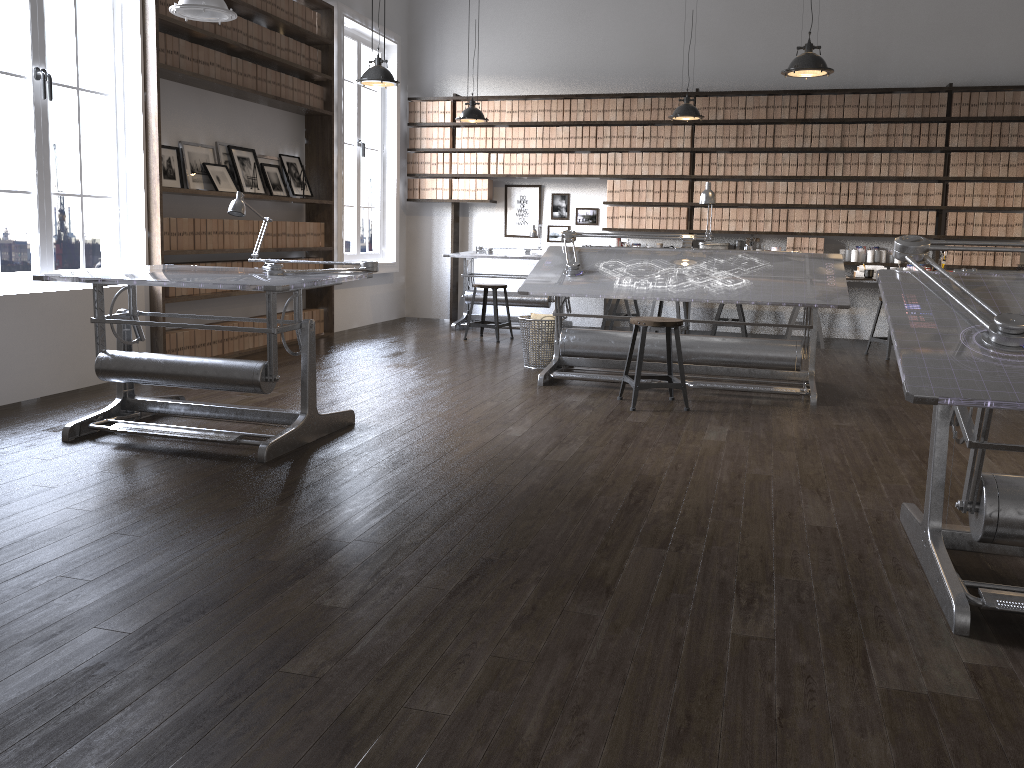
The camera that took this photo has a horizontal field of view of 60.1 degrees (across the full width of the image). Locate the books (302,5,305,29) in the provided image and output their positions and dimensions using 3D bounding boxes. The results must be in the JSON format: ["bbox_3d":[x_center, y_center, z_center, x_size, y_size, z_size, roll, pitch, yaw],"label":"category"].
[{"bbox_3d":[-1.890,-3.169,7.695,0.175,0.224,0.067,4,7,16],"label":"books"}]

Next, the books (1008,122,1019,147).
[{"bbox_3d":[4.619,-2.295,8.194,0.067,0.224,0.175,3,8,16],"label":"books"}]

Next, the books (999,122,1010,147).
[{"bbox_3d":[4.552,-2.301,8.218,0.067,0.224,0.175,3,8,16],"label":"books"}]

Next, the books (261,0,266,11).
[{"bbox_3d":[-2.063,-3.070,7.095,0.175,0.224,0.067,4,7,16],"label":"books"}]

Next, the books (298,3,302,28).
[{"bbox_3d":[-1.905,-3.159,7.634,0.175,0.224,0.067,4,7,16],"label":"books"}]

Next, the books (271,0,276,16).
[{"bbox_3d":[-2.020,-3.091,7.225,0.175,0.224,0.067,4,7,16],"label":"books"}]

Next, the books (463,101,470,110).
[{"bbox_3d":[-0.476,-2.938,9.603,0.067,0.224,0.175,3,8,16],"label":"books"}]

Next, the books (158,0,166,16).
[{"bbox_3d":[-2.418,-2.557,5.935,0.175,0.224,0.067,4,7,16],"label":"books"}]

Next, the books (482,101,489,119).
[{"bbox_3d":[-0.266,-2.924,9.549,0.067,0.224,0.175,3,8,16],"label":"books"}]

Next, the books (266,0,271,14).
[{"bbox_3d":[-2.042,-3.082,7.166,0.175,0.224,0.067,4,7,16],"label":"books"}]

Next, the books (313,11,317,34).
[{"bbox_3d":[-1.834,-3.202,7.891,0.174,0.224,0.067,4,7,16],"label":"books"}]

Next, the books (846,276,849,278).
[{"bbox_3d":[2.965,-1.019,8.298,0.355,0.029,0.258,4,10,16],"label":"books"}]

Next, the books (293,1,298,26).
[{"bbox_3d":[-1.924,-3.147,7.564,0.175,0.224,0.067,4,7,16],"label":"books"}]

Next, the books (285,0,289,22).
[{"bbox_3d":[-1.968,-3.126,7.432,0.174,0.224,0.067,4,7,16],"label":"books"}]

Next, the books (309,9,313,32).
[{"bbox_3d":[-1.854,-3.190,7.823,0.175,0.224,0.067,4,7,16],"label":"books"}]

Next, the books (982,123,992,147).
[{"bbox_3d":[4.408,-2.311,8.258,0.067,0.224,0.175,3,8,16],"label":"books"}]

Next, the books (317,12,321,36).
[{"bbox_3d":[-1.811,-3.212,7.957,0.174,0.224,0.067,4,7,16],"label":"books"}]

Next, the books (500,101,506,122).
[{"bbox_3d":[-0.069,-2.909,9.492,0.067,0.224,0.175,3,8,16],"label":"books"}]

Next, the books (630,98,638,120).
[{"bbox_3d":[1.267,-2.813,9.116,0.067,0.224,0.175,3,8,16],"label":"books"}]

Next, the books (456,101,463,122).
[{"bbox_3d":[-0.546,-2.944,9.629,0.067,0.224,0.175,3,8,16],"label":"books"}]

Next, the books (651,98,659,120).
[{"bbox_3d":[1.471,-2.797,9.051,0.067,0.224,0.175,3,8,16],"label":"books"}]

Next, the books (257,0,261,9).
[{"bbox_3d":[-2.085,-3.059,7.029,0.174,0.224,0.067,4,7,16],"label":"books"}]

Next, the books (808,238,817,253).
[{"bbox_3d":[2.976,-1.338,8.781,0.067,0.224,0.175,3,8,16],"label":"books"}]

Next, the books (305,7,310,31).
[{"bbox_3d":[-1.867,-3.179,7.757,0.175,0.224,0.067,4,7,16],"label":"books"}]

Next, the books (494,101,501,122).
[{"bbox_3d":[-0.135,-2.913,9.506,0.067,0.224,0.175,3,8,16],"label":"books"}]

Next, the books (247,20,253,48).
[{"bbox_3d":[-2.124,-2.723,6.936,0.175,0.224,0.067,4,7,16],"label":"books"}]

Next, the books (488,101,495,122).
[{"bbox_3d":[-0.198,-2.919,9.530,0.067,0.224,0.175,3,8,16],"label":"books"}]

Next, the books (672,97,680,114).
[{"bbox_3d":[1.673,-2.784,9.002,0.067,0.224,0.175,3,8,16],"label":"books"}]

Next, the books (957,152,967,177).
[{"bbox_3d":[4.219,-2.058,8.335,0.067,0.224,0.175,3,8,16],"label":"books"}]

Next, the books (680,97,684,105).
[{"bbox_3d":[1.739,-2.778,8.979,0.067,0.224,0.175,3,8,16],"label":"books"}]

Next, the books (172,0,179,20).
[{"bbox_3d":[-2.376,-2.579,6.071,0.175,0.224,0.067,4,7,16],"label":"books"}]

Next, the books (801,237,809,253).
[{"bbox_3d":[2.909,-1.343,8.805,0.067,0.224,0.175,3,8,16],"label":"books"}]

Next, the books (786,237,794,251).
[{"bbox_3d":[2.775,-1.352,8.837,0.067,0.224,0.175,3,8,16],"label":"books"}]

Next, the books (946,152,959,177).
[{"bbox_3d":[4.160,-2.063,8.356,0.067,0.224,0.175,3,8,16],"label":"books"}]

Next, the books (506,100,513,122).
[{"bbox_3d":[-0.009,-2.905,9.473,0.067,0.224,0.175,3,8,16],"label":"books"}]

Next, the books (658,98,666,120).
[{"bbox_3d":[1.533,-2.793,9.038,0.067,0.224,0.175,3,8,16],"label":"books"}]

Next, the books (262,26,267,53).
[{"bbox_3d":[-2.067,-2.755,7.129,0.175,0.224,0.067,4,7,16],"label":"books"}]

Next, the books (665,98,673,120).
[{"bbox_3d":[1.605,-2.788,9.019,0.067,0.224,0.175,3,8,16],"label":"books"}]

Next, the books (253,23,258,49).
[{"bbox_3d":[-2.106,-2.734,7.006,0.175,0.224,0.067,4,7,16],"label":"books"}]

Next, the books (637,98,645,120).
[{"bbox_3d":[1.333,-2.807,9.094,0.067,0.224,0.175,3,8,16],"label":"books"}]

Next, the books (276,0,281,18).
[{"bbox_3d":[-2.000,-3.103,7.294,0.175,0.224,0.067,4,7,16],"label":"books"}]

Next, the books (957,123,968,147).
[{"bbox_3d":[4.213,-2.324,8.307,0.067,0.224,0.175,3,8,16],"label":"books"}]

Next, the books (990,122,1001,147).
[{"bbox_3d":[4.478,-2.305,8.233,0.067,0.224,0.175,3,8,16],"label":"books"}]

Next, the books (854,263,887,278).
[{"bbox_3d":[3.397,-1.074,8.353,0.295,0.146,0.388,4,10,16],"label":"books"}]

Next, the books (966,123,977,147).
[{"bbox_3d":[4.283,-2.319,8.287,0.067,0.224,0.175,3,8,16],"label":"books"}]

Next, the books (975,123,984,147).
[{"bbox_3d":[4.345,-2.316,8.274,0.067,0.224,0.175,3,8,16],"label":"books"}]

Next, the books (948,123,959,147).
[{"bbox_3d":[4.145,-2.330,8.329,0.067,0.224,0.175,3,8,16],"label":"books"}]

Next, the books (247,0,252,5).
[{"bbox_3d":[-2.117,-3.036,6.891,0.175,0.224,0.067,4,7,16],"label":"books"}]

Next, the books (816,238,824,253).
[{"bbox_3d":[3.046,-1.333,8.767,0.067,0.224,0.175,3,8,16],"label":"books"}]

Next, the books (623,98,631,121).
[{"bbox_3d":[1.199,-2.817,9.133,0.067,0.224,0.175,3,8,16],"label":"books"}]

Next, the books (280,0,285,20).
[{"bbox_3d":[-1.983,-3.114,7.364,0.174,0.224,0.067,4,7,16],"label":"books"}]

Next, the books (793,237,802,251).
[{"bbox_3d":[2.841,-1.348,8.824,0.067,0.224,0.175,3,8,16],"label":"books"}]

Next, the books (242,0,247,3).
[{"bbox_3d":[-2.142,-3.026,6.830,0.175,0.224,0.067,4,7,16],"label":"books"}]

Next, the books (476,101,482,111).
[{"bbox_3d":[-0.335,-2.928,9.564,0.067,0.224,0.175,3,8,16],"label":"books"}]

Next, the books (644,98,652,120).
[{"bbox_3d":[1.402,-2.802,9.071,0.067,0.224,0.175,3,8,16],"label":"books"}]

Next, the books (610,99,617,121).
[{"bbox_3d":[1.062,-2.827,9.170,0.067,0.224,0.175,3,8,16],"label":"books"}]

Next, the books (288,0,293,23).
[{"bbox_3d":[-1.947,-3.137,7.498,0.175,0.224,0.067,4,7,16],"label":"books"}]

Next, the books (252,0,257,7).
[{"bbox_3d":[-2.100,-3.048,6.961,0.174,0.224,0.067,4,7,16],"label":"books"}]
